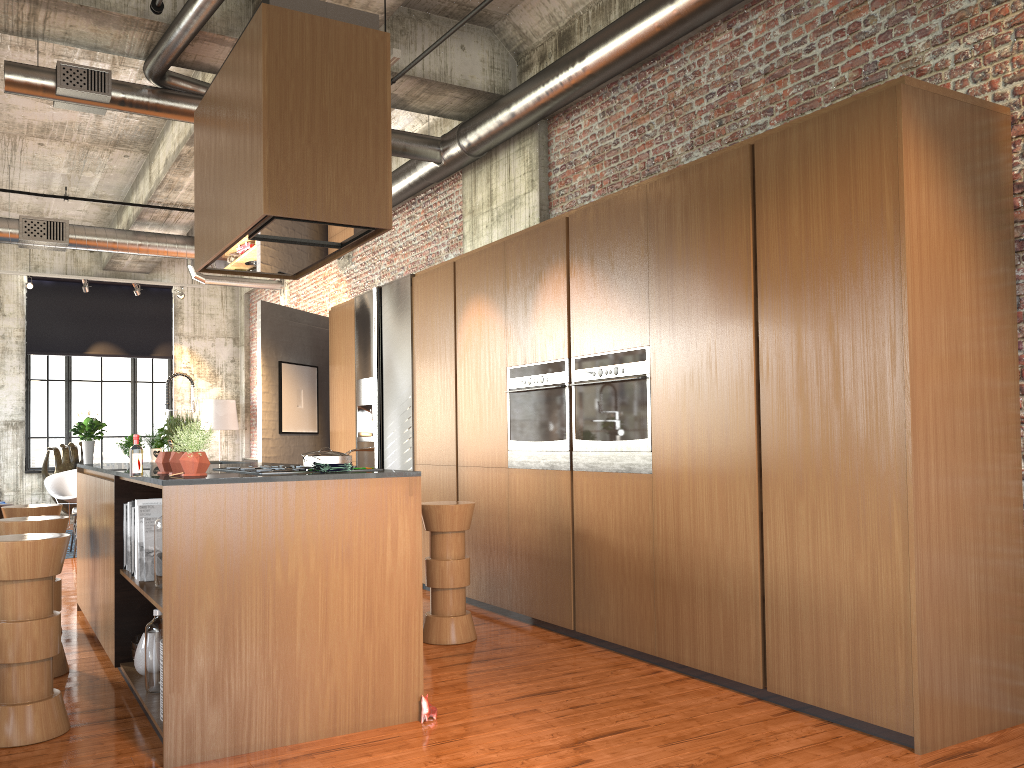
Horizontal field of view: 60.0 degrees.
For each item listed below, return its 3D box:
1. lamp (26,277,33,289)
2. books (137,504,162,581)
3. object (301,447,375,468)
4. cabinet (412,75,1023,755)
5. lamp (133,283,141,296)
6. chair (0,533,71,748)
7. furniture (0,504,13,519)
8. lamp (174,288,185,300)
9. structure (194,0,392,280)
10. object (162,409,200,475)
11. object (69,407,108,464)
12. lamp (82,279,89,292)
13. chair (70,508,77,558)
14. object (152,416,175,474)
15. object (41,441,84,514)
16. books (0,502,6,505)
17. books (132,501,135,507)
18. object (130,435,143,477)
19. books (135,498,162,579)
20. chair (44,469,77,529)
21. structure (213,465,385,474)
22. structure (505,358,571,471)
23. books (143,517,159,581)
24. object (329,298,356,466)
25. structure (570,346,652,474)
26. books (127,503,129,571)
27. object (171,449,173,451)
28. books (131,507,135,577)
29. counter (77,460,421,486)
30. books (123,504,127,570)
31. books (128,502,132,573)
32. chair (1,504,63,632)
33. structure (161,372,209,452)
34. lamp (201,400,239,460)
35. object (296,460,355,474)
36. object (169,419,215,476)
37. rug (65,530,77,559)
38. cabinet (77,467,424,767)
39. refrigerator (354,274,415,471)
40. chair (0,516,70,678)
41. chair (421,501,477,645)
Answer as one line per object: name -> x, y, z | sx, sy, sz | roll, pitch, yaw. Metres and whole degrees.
lamp -> -8.149, -1.698, 14.964 | 0.102, 0.211, 0.261 | 1, -3, -36
books -> -1.948, 0.886, 4.994 | 0.293, 0.414, 0.101 | 1, -2, -31
object -> -0.982, 0.419, 5.066 | 0.331, 0.120, 0.730 | -1, -4, 5
cabinet -> 0.783, 0.295, 6.460 | 0.860, 3.041, 5.348 | 0, -3, -31
lamp -> -6.677, -1.672, 15.778 | 0.102, 0.251, 0.165 | -1, -2, 14
chair -> -2.409, 1.240, 4.378 | 0.411, 0.962, 0.409 | -2, -3, 38
furniture -> -8.301, 2.195, 14.385 | 0.432, 0.476, 0.432 | -1, -3, 14
lamp -> -6.060, -1.649, 16.202 | 0.226, 0.215, 0.102 | -1, -2, 10
structure -> -1.325, -1.315, 5.117 | 0.663, 1.124, 1.631 | 0, -3, -31
object -> -1.726, 0.285, 4.599 | 0.196, 0.367, 0.186 | -1, -2, 9
object -> -3.615, 0.435, 7.571 | 0.268, 0.502, 0.304 | -1, -2, 12
lamp -> -7.387, -1.688, 15.354 | 0.102, 0.251, 0.165 | -1, -2, -6
chair -> -5.327, 1.827, 11.700 | 0.875, 0.792, 1.044 | 1, -3, -30
object -> -1.855, 0.328, 4.804 | 0.179, 0.311, 0.172 | 0, -2, -25
object -> -7.871, 1.662, 15.620 | 0.728, 1.295, 0.456 | 0, -2, -19
books -> -8.347, 1.945, 14.400 | 0.229, 0.043, 0.300 | -3, -4, 33
books -> -2.078, 0.894, 5.205 | 0.284, 0.428, 0.050 | 1, -2, -31
object -> -1.847, 0.353, 4.358 | 0.056, 0.208, 0.056 | 0, -2, -31
books -> -1.995, 0.877, 5.059 | 0.284, 0.443, 0.059 | 0, -2, -31
chair -> -7.290, 1.930, 14.824 | 1.057, 1.029, 0.807 | -1, -2, 9
structure -> -1.256, 0.485, 5.100 | 0.678, 0.019, 1.098 | 1, -4, -31
structure -> 0.162, 0.239, 6.618 | 0.079, 0.794, 0.860 | 0, -3, -31
books -> -1.927, 0.917, 4.958 | 0.246, 0.347, 0.085 | 1, -2, -31
object -> -1.580, 0.578, 10.449 | 0.860, 3.042, 0.911 | 0, -2, -31
structure -> 0.620, 0.184, 5.845 | 0.079, 0.794, 0.860 | 0, -3, -31
books -> -2.186, 0.922, 5.395 | 0.284, 0.400, 0.036 | 1, -2, -31
object -> -3.007, 0.618, 7.930 | 0.107, 0.158, 0.107 | -1, -2, 4
books -> -2.063, 0.908, 5.161 | 0.284, 0.395, 0.036 | 1, -2, -31
counter -> -2.109, 0.655, 6.092 | 1.245, 0.174, 4.368 | 1, -4, -31
books -> -2.236, 0.928, 5.452 | 0.284, 0.395, 0.036 | 1, -2, -31
books -> -2.140, 0.909, 5.318 | 0.293, 0.414, 0.101 | 1, -2, -31
chair -> -3.622, 1.402, 6.690 | 0.411, 0.962, 0.409 | -2, -3, 38
structure -> -2.683, 0.275, 7.282 | 0.361, 0.749, 0.168 | 0, -2, -31
lamp -> -5.560, 1.429, 16.859 | 0.694, 2.241, 0.708 | -1, -2, -8
object -> -0.953, 0.418, 4.502 | 0.185, 0.067, 0.392 | -2, -4, 16
object -> -1.585, 0.313, 4.403 | 0.221, 0.283, 0.211 | 0, -3, -22
rug -> -7.573, 2.306, 12.480 | 4.847, 0.009, 4.852 | -2, -4, 16
cabinet -> -2.102, 1.215, 6.076 | 1.245, 1.242, 4.366 | 1, -4, -31
refrigerator -> -0.860, 0.513, 9.465 | 1.211, 3.047, 1.519 | 0, -2, -31
chair -> -2.979, 1.319, 5.507 | 0.411, 0.962, 0.409 | -2, -3, 38
chair -> -0.460, 1.333, 6.336 | 0.411, 0.962, 0.409 | -1, -2, 0
